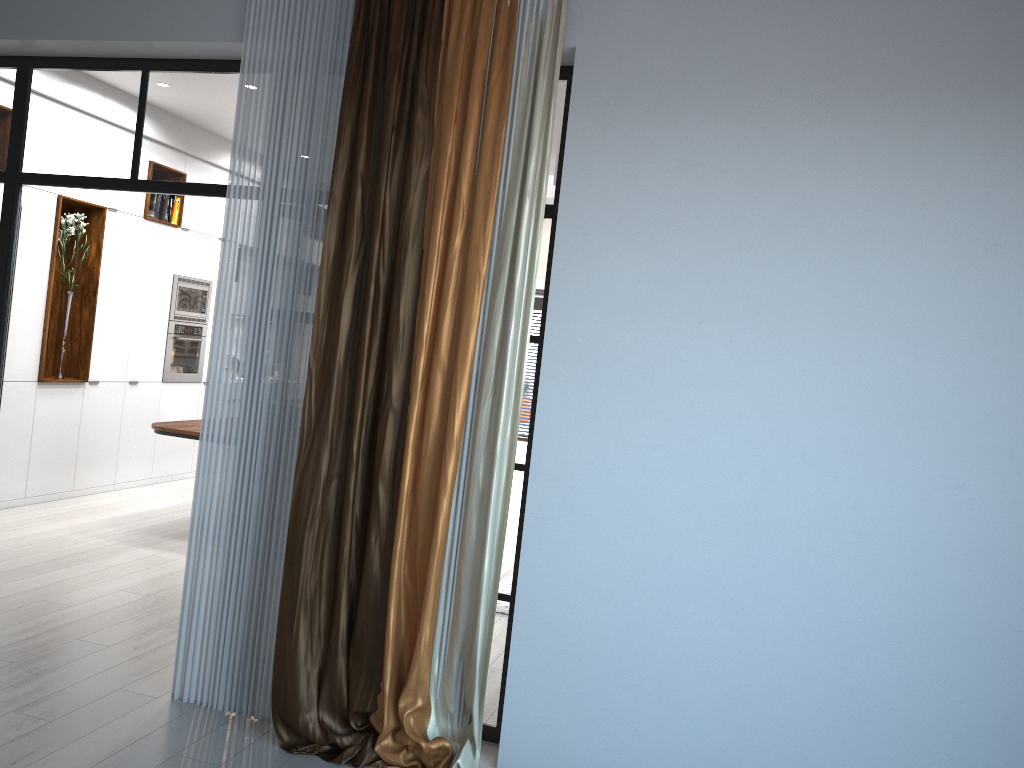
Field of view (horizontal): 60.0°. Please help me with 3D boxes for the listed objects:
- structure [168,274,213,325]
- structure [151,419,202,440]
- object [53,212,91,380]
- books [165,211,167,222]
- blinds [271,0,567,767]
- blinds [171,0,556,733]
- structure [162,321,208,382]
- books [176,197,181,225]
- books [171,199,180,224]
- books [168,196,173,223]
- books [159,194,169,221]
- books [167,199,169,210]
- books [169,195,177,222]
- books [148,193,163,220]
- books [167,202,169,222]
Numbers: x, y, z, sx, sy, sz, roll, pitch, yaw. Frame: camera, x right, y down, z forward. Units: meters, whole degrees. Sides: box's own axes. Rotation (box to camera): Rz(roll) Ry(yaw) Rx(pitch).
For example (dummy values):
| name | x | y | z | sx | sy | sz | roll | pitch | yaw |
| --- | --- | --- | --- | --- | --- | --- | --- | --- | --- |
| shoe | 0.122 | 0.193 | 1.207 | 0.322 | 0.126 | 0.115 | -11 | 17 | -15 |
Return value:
| name | x | y | z | sx | sy | sz | roll | pitch | yaw |
| --- | --- | --- | --- | --- | --- | --- | --- | --- | --- |
| structure | -3.275 | -0.822 | 8.533 | 0.459 | 0.430 | 0.595 | 7 | 1 | 15 |
| structure | -1.541 | 0.665 | 8.794 | 1.378 | 0.887 | 5.638 | 7 | 2 | 15 |
| object | -3.533 | -0.705 | 7.031 | 0.268 | 1.342 | 0.268 | 6 | 0 | 41 |
| books | -3.215 | -1.607 | 8.024 | 0.231 | 0.296 | 0.030 | 6 | 0 | 15 |
| blinds | -0.355 | -0.129 | 3.270 | 0.811 | 3.044 | 0.254 | 6 | 0 | 16 |
| blinds | -0.603 | -0.154 | 3.443 | 1.302 | 3.068 | 0.052 | 6 | 0 | 16 |
| structure | -3.312 | -0.322 | 8.529 | 0.495 | 0.570 | 0.595 | 6 | 1 | 15 |
| books | -3.160 | -1.598 | 8.180 | 0.212 | 0.264 | 0.024 | 6 | 0 | 15 |
| books | -3.155 | -1.587 | 8.149 | 0.184 | 0.244 | 0.033 | 6 | 0 | 15 |
| books | -3.193 | -1.589 | 8.099 | 0.191 | 0.253 | 0.026 | 6 | 0 | 15 |
| books | -3.217 | -1.629 | 7.984 | 0.268 | 0.321 | 0.047 | 6 | 0 | 15 |
| books | -3.212 | -1.605 | 8.049 | 0.196 | 0.269 | 0.020 | 6 | 0 | 15 |
| books | -3.194 | -1.617 | 8.128 | 0.239 | 0.288 | 0.030 | 6 | 0 | 15 |
| books | -3.246 | -1.608 | 7.913 | 0.236 | 0.278 | 0.106 | 6 | 0 | 15 |
| books | -3.224 | -1.609 | 8.079 | 0.231 | 0.296 | 0.030 | 6 | 0 | 15 |
